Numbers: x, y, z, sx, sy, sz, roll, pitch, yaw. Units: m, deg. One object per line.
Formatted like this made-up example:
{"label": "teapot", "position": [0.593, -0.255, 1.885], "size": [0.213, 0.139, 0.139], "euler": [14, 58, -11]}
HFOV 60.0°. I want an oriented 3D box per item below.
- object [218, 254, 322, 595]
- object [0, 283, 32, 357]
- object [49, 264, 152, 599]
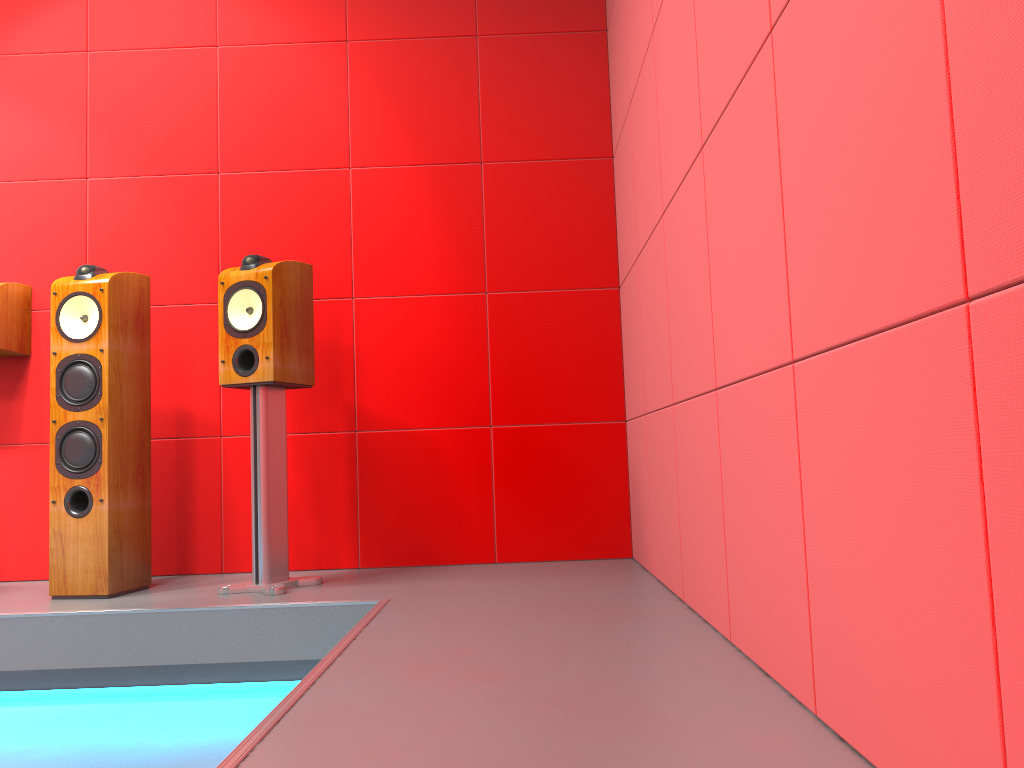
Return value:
{"label": "object", "position": [-0.779, 0.119, 2.843], "size": [0.231, 1.058, 0.265], "euler": [-4, -5, 20]}
{"label": "object", "position": [-2.047, -0.241, 3.206], "size": [0.493, 0.271, 0.235], "euler": [-2, -5, 0]}
{"label": "object", "position": [-1.328, 0.144, 2.868], "size": [0.203, 1.052, 0.238], "euler": [-3, -5, 10]}
